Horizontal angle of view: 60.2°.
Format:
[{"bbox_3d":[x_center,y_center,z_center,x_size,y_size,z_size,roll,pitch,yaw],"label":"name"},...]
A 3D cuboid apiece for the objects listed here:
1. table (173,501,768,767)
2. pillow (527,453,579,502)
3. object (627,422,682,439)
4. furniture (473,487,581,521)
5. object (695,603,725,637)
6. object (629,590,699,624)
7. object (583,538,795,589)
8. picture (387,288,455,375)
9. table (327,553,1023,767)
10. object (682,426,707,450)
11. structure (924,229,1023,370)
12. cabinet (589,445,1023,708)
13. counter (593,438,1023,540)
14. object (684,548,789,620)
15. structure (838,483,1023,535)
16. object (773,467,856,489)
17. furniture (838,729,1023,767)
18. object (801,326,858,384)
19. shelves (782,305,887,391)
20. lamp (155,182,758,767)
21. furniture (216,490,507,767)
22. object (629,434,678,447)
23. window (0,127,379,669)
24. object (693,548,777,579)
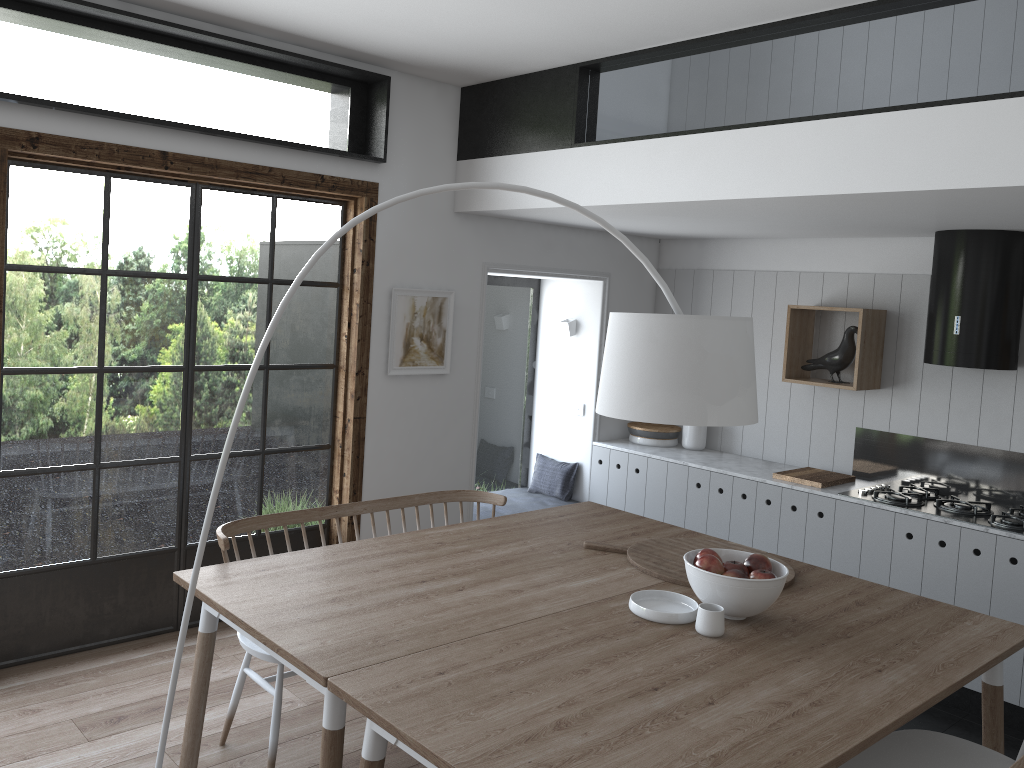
[{"bbox_3d":[-0.067,1.011,3.202,1.985,0.747,0.965,-2,7,-42],"label":"table"},{"bbox_3d":[0.292,0.659,6.121,0.176,0.292,0.415,0,6,-43],"label":"pillow"},{"bbox_3d":[0.966,0.317,6.014,0.362,0.065,0.358,4,6,7],"label":"object"},{"bbox_3d":[-0.067,0.822,5.847,1.022,0.115,0.615,-2,8,-42],"label":"furniture"},{"bbox_3d":[0.583,0.695,2.597,0.081,0.078,0.086,-1,6,-42],"label":"object"},{"bbox_3d":[0.473,0.694,2.753,0.220,0.035,0.210,6,6,26],"label":"object"},{"bbox_3d":[0.692,0.662,3.258,0.664,0.023,0.610,1,6,-20],"label":"object"},{"bbox_3d":[-0.505,-0.288,4.880,0.422,0.469,0.031,-1,5,-42],"label":"picture"},{"bbox_3d":[0.582,1.121,2.494,1.985,0.747,0.965,-2,7,-42],"label":"table"},{"bbox_3d":[1.207,0.328,5.846,0.157,0.212,0.152,5,4,16],"label":"object"},{"bbox_3d":[2.357,-0.523,4.478,0.416,0.867,0.413,4,4,4],"label":"structure"},{"bbox_3d":[2.642,1.141,3.636,0.010,0.745,6.313,1,6,-43],"label":"cabinet"},{"bbox_3d":[2.870,0.749,3.803,0.563,0.020,6.317,-2,8,-42],"label":"counter"},{"bbox_3d":[0.692,0.641,2.761,0.325,0.164,0.306,8,7,44],"label":"object"},{"bbox_3d":[2.255,0.610,4.479,0.539,0.048,1.013,-2,8,-42],"label":"structure"},{"bbox_3d":[1.724,0.531,5.039,0.389,0.030,0.300,-2,8,-42],"label":"object"},{"bbox_3d":[0.976,1.147,2.161,1.323,0.808,0.561,-1,6,-42],"label":"furniture"},{"bbox_3d":[1.849,-0.180,5.134,0.135,0.333,0.344,0,5,-41],"label":"object"},{"bbox_3d":[2.947,-0.063,3.925,0.291,0.795,3.689,0,6,-43],"label":"shelves"},{"bbox_3d":[-1.884,0.383,2.116,5.138,2.020,0.887,2,4,-16],"label":"lamp"},{"bbox_3d":[-0.504,0.925,3.496,1.323,0.808,0.561,-1,6,-42],"label":"furniture"},{"bbox_3d":[0.963,0.375,6.017,0.325,0.055,0.328,3,6,-4],"label":"object"},{"bbox_3d":[-2.769,0.130,2.991,5.253,2.251,0.166,-2,6,-42],"label":"window"},{"bbox_3d":[0.691,0.620,2.757,0.253,0.167,0.235,4,5,8],"label":"object"}]
